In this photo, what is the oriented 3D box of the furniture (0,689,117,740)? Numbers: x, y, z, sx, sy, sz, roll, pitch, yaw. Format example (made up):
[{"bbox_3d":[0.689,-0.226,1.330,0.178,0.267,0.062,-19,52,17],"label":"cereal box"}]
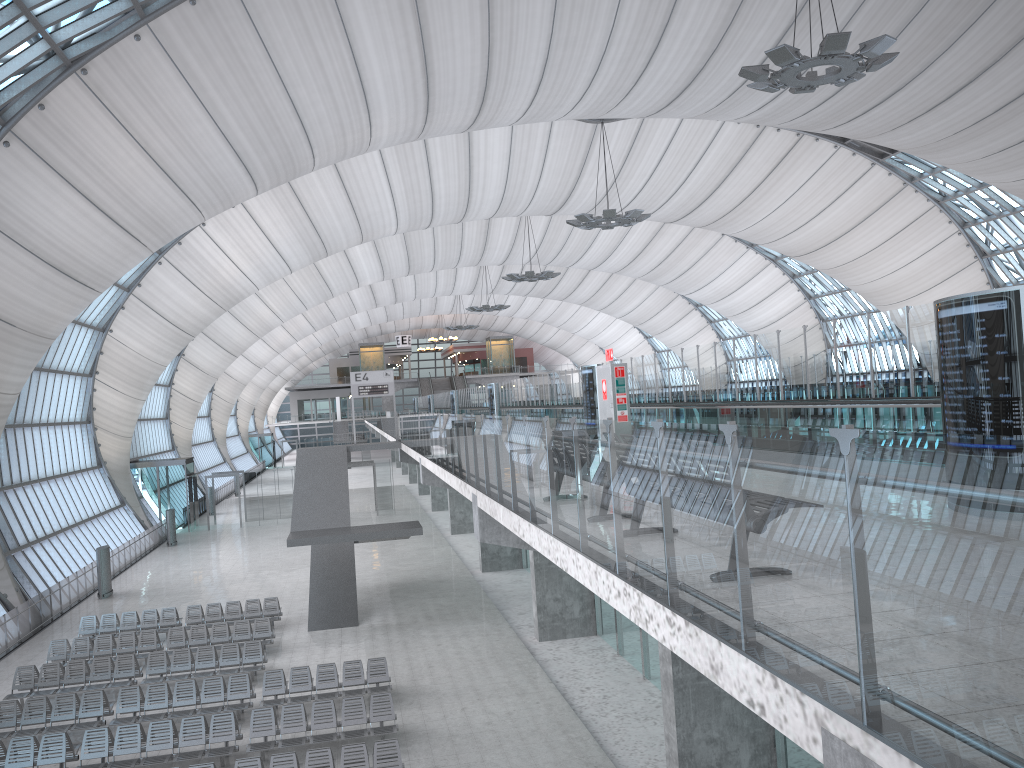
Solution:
[{"bbox_3d":[-9.507,6.738,17.757,2.705,0.913,1.572,-4,-1,-11],"label":"furniture"}]

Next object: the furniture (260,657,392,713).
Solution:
[{"bbox_3d":[-3.923,6.393,18.795,2.705,0.913,1.572,-4,-1,-11],"label":"furniture"}]

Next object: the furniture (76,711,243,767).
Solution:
[{"bbox_3d":[-6.280,6.497,15.915,2.705,0.913,1.572,-4,-1,-11],"label":"furniture"}]

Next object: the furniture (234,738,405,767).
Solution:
[{"bbox_3d":[-3.053,6.255,14.074,2.705,0.913,1.572,-4,-1,-11],"label":"furniture"}]

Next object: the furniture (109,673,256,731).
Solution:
[{"bbox_3d":[-6.715,6.566,18.276,2.705,0.913,1.572,-4,-1,-11],"label":"furniture"}]

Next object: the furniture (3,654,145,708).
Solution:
[{"bbox_3d":[-9.991,6.815,20.383,2.705,0.913,1.572,-4,-1,-11],"label":"furniture"}]

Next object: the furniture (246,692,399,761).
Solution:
[{"bbox_3d":[-3.488,6.324,16.435,2.705,0.913,1.572,-4,-1,-11],"label":"furniture"}]

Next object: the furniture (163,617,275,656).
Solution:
[{"bbox_3d":[-7.623,6.710,23.211,2.705,0.913,1.572,-4,-1,-11],"label":"furniture"}]

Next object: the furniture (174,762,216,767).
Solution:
[{"bbox_3d":[-5.846,6.427,13.555,2.705,0.913,1.572,-4,-1,-11],"label":"furniture"}]

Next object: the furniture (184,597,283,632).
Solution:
[{"bbox_3d":[-8.101,6.786,25.807,2.705,0.913,1.572,-4,-1,-11],"label":"furniture"}]

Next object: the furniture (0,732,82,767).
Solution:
[{"bbox_3d":[-9.073,6.669,15.396,2.705,0.913,1.572,-4,-1,-11],"label":"furniture"}]

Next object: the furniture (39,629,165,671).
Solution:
[{"bbox_3d":[-10.416,6.883,22.692,2.705,0.913,1.572,-4,-1,-11],"label":"furniture"}]

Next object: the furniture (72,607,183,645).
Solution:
[{"bbox_3d":[-10.894,6.959,25.288,2.705,0.913,1.572,-4,-1,-11],"label":"furniture"}]

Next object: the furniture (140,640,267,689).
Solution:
[{"bbox_3d":[-7.198,6.643,20.902,2.705,0.913,1.572,-4,-1,-11],"label":"furniture"}]

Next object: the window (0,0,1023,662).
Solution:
[{"bbox_3d":[-1.804,-2.151,78.199,50.537,20.004,167.818,-4,-1,-11],"label":"window"}]
